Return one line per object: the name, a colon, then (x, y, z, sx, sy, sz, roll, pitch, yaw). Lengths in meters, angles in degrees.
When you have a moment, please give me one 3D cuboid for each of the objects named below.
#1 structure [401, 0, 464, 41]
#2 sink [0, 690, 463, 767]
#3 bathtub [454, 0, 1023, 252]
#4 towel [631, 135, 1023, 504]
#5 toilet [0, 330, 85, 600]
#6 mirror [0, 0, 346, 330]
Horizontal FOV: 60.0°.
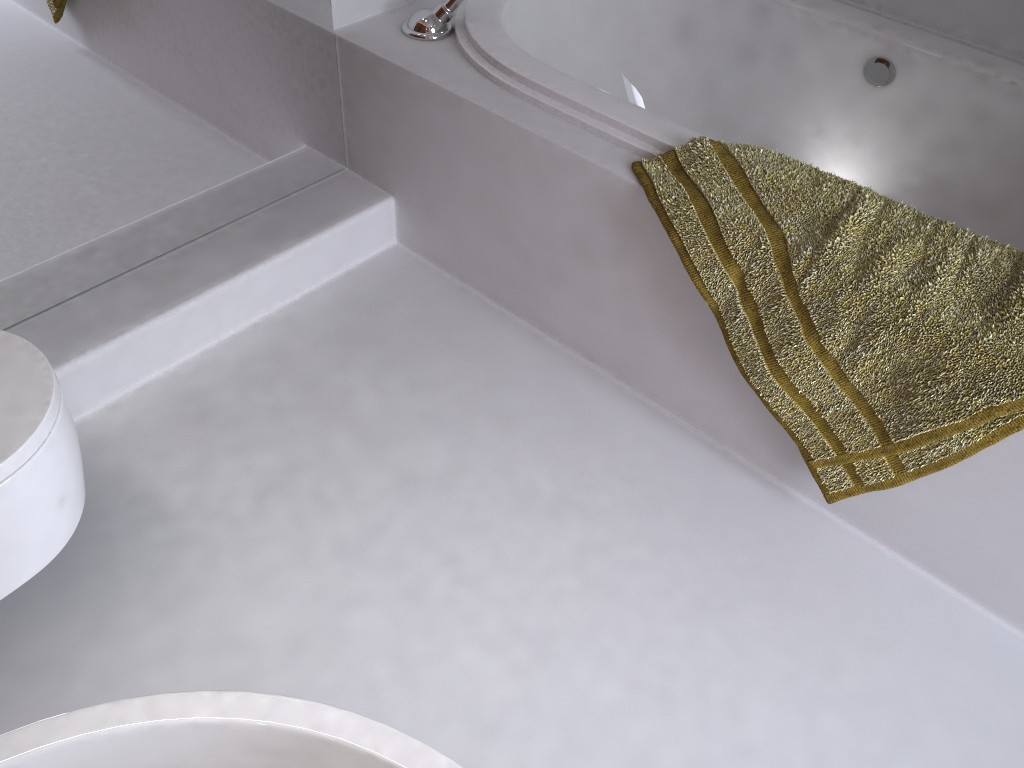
structure: (-0.118, -0.836, 1.878, 0.239, 0.257, 0.112, -10, 47, -14)
sink: (-0.139, 0.332, 0.313, 0.415, 0.715, 0.417, 34, 52, 26)
bathtub: (0.607, -0.441, 1.906, 1.683, 0.424, 0.881, 34, 52, 26)
towel: (0.581, -0.091, 1.524, 0.890, 0.452, 0.349, 29, 50, 23)
toilet: (-0.820, 0.190, 1.134, 0.329, 0.284, 0.547, 34, 52, 26)
mirror: (-0.819, -0.931, 0.940, 0.019, 2.183, 1.433, 34, 52, 26)
